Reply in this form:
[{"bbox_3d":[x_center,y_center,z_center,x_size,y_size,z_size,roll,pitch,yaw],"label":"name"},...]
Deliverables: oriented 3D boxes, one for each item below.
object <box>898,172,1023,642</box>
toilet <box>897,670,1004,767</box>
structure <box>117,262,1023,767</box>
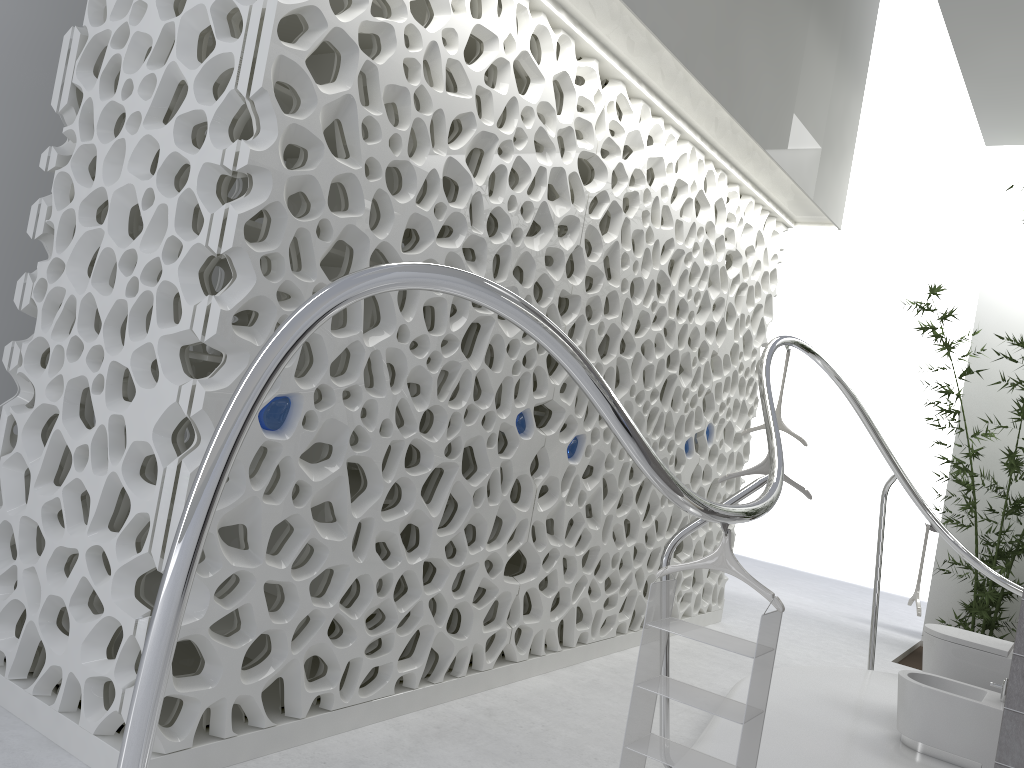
[{"bbox_3d":[5.325,0.481,5.442,4.097,4.038,4.664,10,-1,-7],"label":"object"},{"bbox_3d":[2.052,1.556,4.076,0.561,0.300,0.354,9,-1,34],"label":"toilet"},{"bbox_3d":[2.892,0.925,2.701,5.433,2.080,5.250,9,-1,29],"label":"structure"}]
